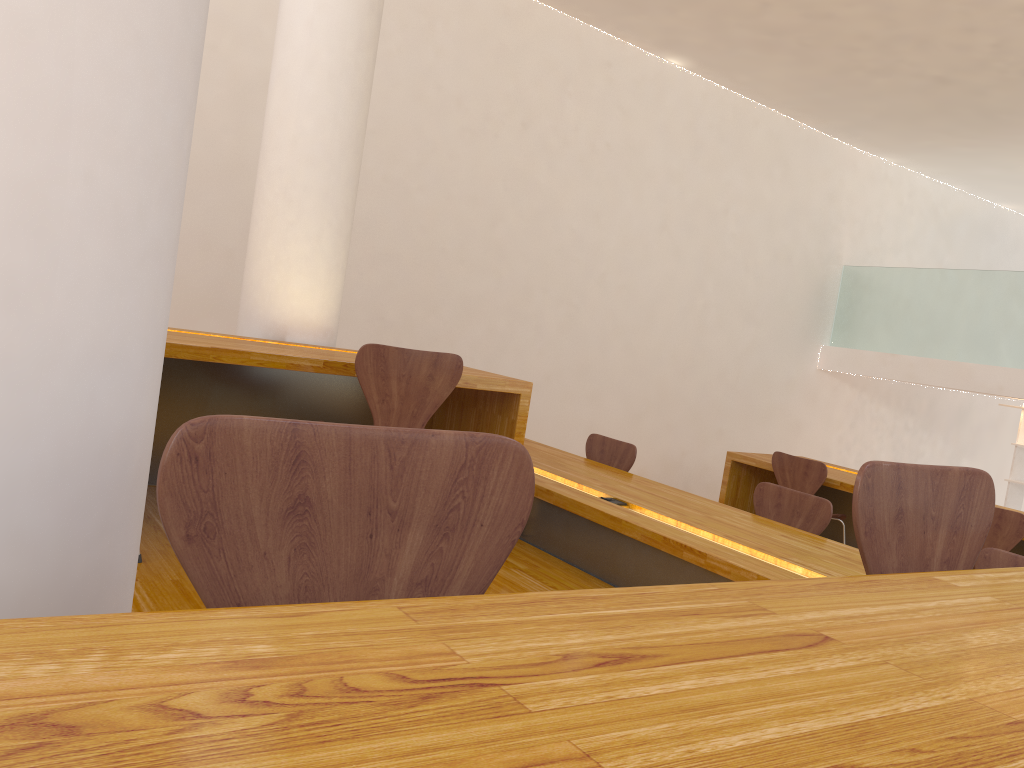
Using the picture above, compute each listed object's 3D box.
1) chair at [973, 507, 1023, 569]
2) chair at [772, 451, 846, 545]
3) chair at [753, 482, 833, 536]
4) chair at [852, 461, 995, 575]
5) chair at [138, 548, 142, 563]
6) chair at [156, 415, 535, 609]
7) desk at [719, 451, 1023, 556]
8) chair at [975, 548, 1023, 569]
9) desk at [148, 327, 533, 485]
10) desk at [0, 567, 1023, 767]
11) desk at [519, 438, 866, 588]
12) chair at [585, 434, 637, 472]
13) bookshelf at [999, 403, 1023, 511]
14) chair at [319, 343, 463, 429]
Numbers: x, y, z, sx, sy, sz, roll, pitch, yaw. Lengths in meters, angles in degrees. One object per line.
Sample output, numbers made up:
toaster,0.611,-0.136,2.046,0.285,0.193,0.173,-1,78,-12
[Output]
chair,2.337,0.927,4.315,0.381,0.693,0.428,6,4,-34
chair,1.754,0.777,5.259,0.381,0.693,0.428,6,4,-34
chair,0.974,0.764,3.580,0.381,0.693,0.428,6,4,-34
chair,0.705,0.494,1.289,0.428,0.693,0.381,6,4,-34
chair,-1.260,0.115,2.494,0.428,0.693,0.381,6,4,-34
chair,-0.093,0.406,0.742,0.428,0.693,0.381,6,4,-34
desk,2.734,1.165,4.783,1.285,0.918,3.236,6,4,-34
chair,1.507,0.897,2.779,0.381,0.693,0.428,6,4,-34
desk,-1.480,0.097,2.861,3.185,0.606,0.760,6,4,-34
desk,0.415,0.480,0.094,3.243,0.785,1.527,6,4,-34
desk,0.477,0.745,3.440,0.760,0.606,3.185,6,4,-34
chair,0.328,0.608,4.481,0.381,0.693,0.428,6,4,-34
bookshelf,5.256,1.242,6.911,0.498,1.836,2.984,6,4,-34
chair,-0.462,0.203,3.041,0.428,0.693,0.381,6,4,-34
